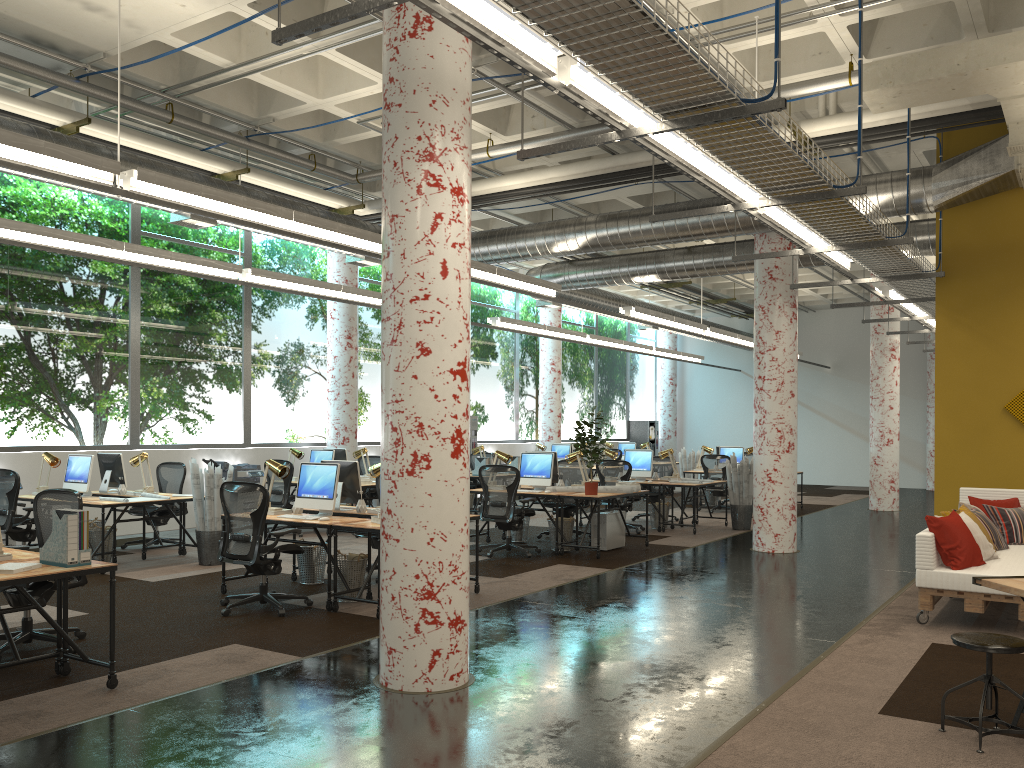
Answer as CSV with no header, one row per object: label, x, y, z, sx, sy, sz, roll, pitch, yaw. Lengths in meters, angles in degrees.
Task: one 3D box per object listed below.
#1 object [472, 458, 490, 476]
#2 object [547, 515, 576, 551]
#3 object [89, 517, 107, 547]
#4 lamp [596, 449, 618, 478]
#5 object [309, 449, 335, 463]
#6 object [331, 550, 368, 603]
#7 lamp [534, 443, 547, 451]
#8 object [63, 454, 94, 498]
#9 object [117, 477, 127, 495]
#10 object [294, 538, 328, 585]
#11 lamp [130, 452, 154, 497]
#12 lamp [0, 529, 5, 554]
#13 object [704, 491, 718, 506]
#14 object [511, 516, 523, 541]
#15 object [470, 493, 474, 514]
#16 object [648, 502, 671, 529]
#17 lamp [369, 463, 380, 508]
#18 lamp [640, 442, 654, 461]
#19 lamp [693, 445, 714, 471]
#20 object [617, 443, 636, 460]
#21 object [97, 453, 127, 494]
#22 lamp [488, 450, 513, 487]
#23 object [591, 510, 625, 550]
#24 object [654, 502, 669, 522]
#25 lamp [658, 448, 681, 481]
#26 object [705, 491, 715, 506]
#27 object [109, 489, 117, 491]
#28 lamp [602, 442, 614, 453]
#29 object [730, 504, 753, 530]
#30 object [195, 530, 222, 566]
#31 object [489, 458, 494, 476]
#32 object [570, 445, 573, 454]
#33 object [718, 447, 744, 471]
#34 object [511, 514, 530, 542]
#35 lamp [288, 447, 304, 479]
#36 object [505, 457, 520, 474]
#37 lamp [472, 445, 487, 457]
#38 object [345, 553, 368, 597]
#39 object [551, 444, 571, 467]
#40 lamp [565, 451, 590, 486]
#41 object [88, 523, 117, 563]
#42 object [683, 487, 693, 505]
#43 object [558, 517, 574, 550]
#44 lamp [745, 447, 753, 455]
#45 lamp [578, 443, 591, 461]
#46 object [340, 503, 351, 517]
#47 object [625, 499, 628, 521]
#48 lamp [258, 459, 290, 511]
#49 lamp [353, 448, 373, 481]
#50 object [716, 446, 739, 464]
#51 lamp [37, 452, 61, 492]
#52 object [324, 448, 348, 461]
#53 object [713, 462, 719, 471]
object,-0.524,1.424,15.186,0.280,0.302,0.150,-1,-1,33
object,0.609,1.851,11.031,0.359,0.435,0.353,0,-1,30
object,-5.142,1.832,10.814,0.359,0.435,0.353,0,-1,30
lamp,1.456,1.328,14.113,0.209,0.611,0.528,0,-1,-37
object,-2.837,1.220,13.246,0.484,0.485,0.190,-1,-1,33
object,-1.447,1.697,7.846,0.359,0.435,0.353,0,-1,30
lamp,0.536,1.602,19.469,0.219,0.611,0.528,0,-1,-37
object,-4.913,1.045,10.081,0.484,0.485,0.190,-1,-1,33
object,-4.593,1.203,10.431,0.101,0.209,0.101,0,-1,-12
object,-1.968,1.740,8.723,0.359,0.435,0.353,0,-1,30
lamp,-4.319,1.106,10.386,0.209,0.611,0.528,0,-1,-37
lamp,-3.136,0.845,5.252,0.219,0.611,0.528,0,-1,-37
object,4.015,2.243,17.839,0.359,0.435,0.353,0,-1,30
object,0.040,1.904,11.845,0.235,0.403,0.119,0,0,34
object,-0.783,2.125,15.777,0.235,0.403,0.119,0,0,34
object,2.271,2.019,13.688,0.359,0.435,0.353,0,-1,30
lamp,-1.141,1.013,8.299,0.219,0.611,0.528,0,-1,-37
lamp,3.442,1.759,22.216,0.219,0.611,0.528,0,-1,-37
lamp,3.717,1.509,17.384,0.219,0.611,0.528,0,-1,-37
object,2.845,1.698,21.908,0.484,0.485,0.190,-1,-1,33
object,-4.842,1.076,10.667,0.484,0.485,0.190,-1,-1,33
lamp,-0.211,1.160,11.453,0.219,0.611,0.528,0,-1,-37
object,1.236,1.862,11.318,0.221,0.455,0.541,0,-2,33
object,2.319,2.036,13.751,0.235,0.403,0.119,0,0,34
lamp,2.573,1.335,14.138,0.209,0.611,0.528,0,-1,-37
object,3.968,2.253,17.776,0.235,0.403,0.119,0,0,34
object,-4.970,1.321,11.025,0.059,0.029,0.106,-1,-3,34
lamp,2.317,1.752,22.185,0.219,0.611,0.528,0,-1,-37
object,3.538,2.053,13.647,0.353,0.398,0.353,1,-1,-12
object,-3.354,1.823,9.896,0.353,0.398,0.353,1,-1,-12
object,-0.443,1.431,15.309,0.280,0.302,0.150,-1,-1,33
object,1.134,1.579,19.777,0.484,0.485,0.190,-1,-1,33
object,4.244,1.456,17.106,0.484,0.485,0.190,-1,-1,33
object,0.088,1.894,11.908,0.359,0.435,0.353,0,-1,30
lamp,-3.364,1.273,13.523,0.219,0.611,0.528,0,-1,-37
object,0.031,1.471,16.031,0.280,0.302,0.150,-1,-1,33
lamp,-0.525,1.425,16.167,0.219,0.611,0.528,0,-1,-37
object,-1.399,1.714,7.909,0.235,0.403,0.119,0,0,34
object,1.063,1.548,19.191,0.484,0.485,0.190,-1,-1,33
lamp,0.911,1.167,11.481,0.209,0.611,0.528,0,-1,-37
object,-4.620,1.789,9.937,0.359,0.435,0.353,0,-1,30
object,3.681,2.295,18.303,0.353,0.398,0.353,1,-1,-12
object,0.657,1.868,11.094,0.235,0.403,0.119,0,0,34
lamp,4.842,1.517,17.415,0.219,0.611,0.528,0,-1,-37
lamp,1.661,1.609,19.500,0.219,0.611,0.528,0,-1,-37
object,-2.544,1.964,13.101,0.359,0.435,0.353,0,-1,30
object,1.750,2.062,14.565,0.359,0.435,0.353,0,-1,30
lamp,-2.266,1.006,8.268,0.219,0.611,0.528,0,-1,-37
lamp,-2.243,1.280,13.551,0.209,0.611,0.528,0,-1,-37
object,4.315,1.487,17.692,0.484,0.485,0.190,-1,-1,33
lamp,-5.436,1.099,10.362,0.209,0.611,0.528,0,-1,-37
object,-2.766,1.251,13.831,0.484,0.485,0.190,-1,-1,33
object,3.994,1.605,17.342,0.101,0.209,0.101,0,-1,-12
